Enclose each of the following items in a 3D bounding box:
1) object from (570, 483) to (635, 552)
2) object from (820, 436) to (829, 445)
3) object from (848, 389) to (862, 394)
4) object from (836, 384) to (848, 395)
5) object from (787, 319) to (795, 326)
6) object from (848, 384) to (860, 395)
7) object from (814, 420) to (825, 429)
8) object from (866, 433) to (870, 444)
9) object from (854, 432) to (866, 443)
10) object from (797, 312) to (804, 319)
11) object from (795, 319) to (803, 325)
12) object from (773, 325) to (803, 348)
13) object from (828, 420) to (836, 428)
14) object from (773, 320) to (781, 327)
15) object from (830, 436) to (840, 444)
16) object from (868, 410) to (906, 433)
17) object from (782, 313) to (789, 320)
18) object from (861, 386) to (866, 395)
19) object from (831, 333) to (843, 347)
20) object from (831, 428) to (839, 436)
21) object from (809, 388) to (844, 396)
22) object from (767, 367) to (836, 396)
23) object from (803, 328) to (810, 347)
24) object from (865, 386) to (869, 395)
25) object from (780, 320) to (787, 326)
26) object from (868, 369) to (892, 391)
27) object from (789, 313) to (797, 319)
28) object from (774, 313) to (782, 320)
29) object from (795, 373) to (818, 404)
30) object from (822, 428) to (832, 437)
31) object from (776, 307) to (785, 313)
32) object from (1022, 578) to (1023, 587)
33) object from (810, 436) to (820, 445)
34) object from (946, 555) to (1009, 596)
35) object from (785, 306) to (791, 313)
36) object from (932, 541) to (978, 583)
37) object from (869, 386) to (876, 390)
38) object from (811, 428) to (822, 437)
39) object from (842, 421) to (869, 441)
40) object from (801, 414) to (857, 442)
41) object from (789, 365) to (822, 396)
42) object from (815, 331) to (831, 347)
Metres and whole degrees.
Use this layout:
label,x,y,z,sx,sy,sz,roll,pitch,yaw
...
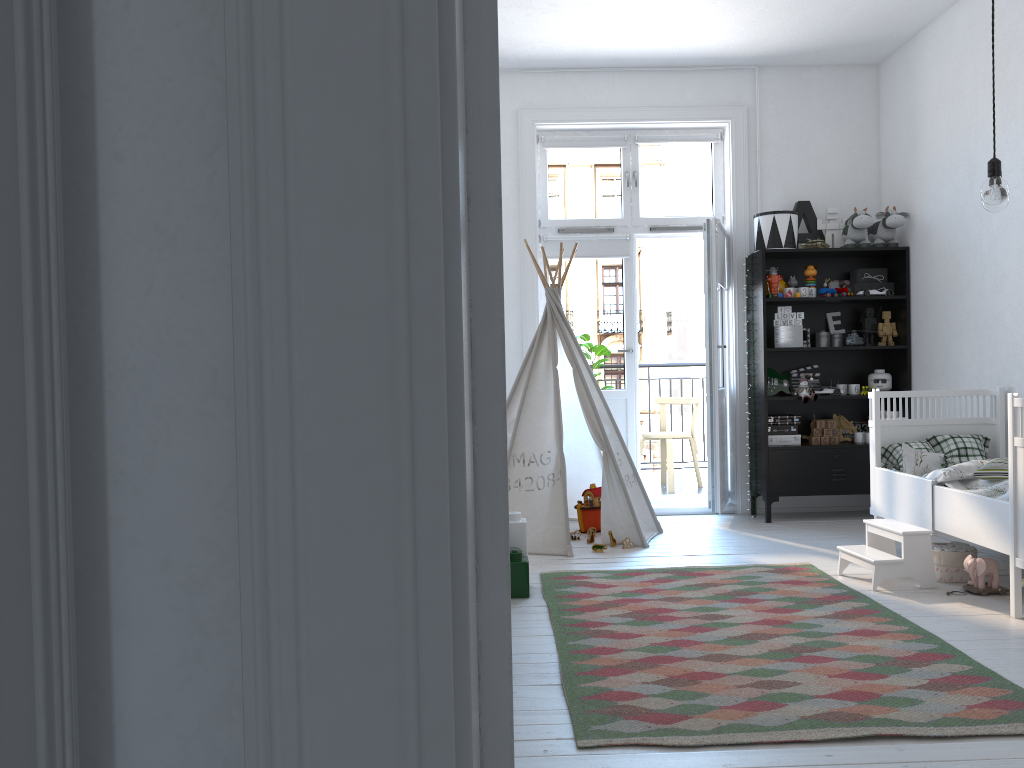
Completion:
label,x,y,z,sx,sy,sz,roll,pitch,yaw
object,0.510,0.738,5.069,0.385,0.284,0.856,-1,1,-10
object,1.951,0.352,5.542,0.050,0.050,0.050,-1,1,3
object,2.184,0.049,5.710,0.163,0.034,0.069,-1,1,-2
object,2.082,0.036,5.596,0.067,0.067,0.067,-1,1,13
object,1.729,-0.380,5.497,0.040,0.040,0.040,-1,1,13
object,2.143,0.035,5.551,0.067,0.067,0.067,-1,1,13
object,1.925,0.254,5.552,0.050,0.050,0.050,-1,1,-2
object,2.236,0.337,5.515,0.067,0.067,0.067,-1,1,13
object,2.185,0.338,5.568,0.067,0.067,0.067,-1,1,13
object,1.785,-0.421,5.483,0.040,0.040,0.040,-1,1,23
object,1.774,-0.381,5.487,0.040,0.040,0.040,-1,1,28
object,1.724,-0.292,5.538,0.170,0.138,0.124,-1,1,14
object,2.004,0.252,5.556,0.050,0.050,0.050,-1,1,18
object,1.648,-0.378,5.517,0.040,0.040,0.040,-1,1,13
object,2.018,0.351,5.544,0.050,0.050,0.050,-1,1,28
object,2.369,0.268,5.598,0.132,0.199,0.267,-1,1,-2
object,1.697,-0.420,5.504,0.040,0.040,0.040,-1,1,18
object,2.180,0.041,5.499,0.042,0.054,0.031,-2,1,-41
object,2.099,-0.280,5.620,0.078,0.091,0.246,-1,1,-7
object,2.018,0.301,5.570,0.050,0.050,0.050,-1,1,-2
object,1.958,0.049,5.554,0.230,0.048,0.098,-1,1,23
object,1.845,0.008,5.727,0.542,0.239,0.093,-1,1,-1
object,1.888,-0.296,5.732,0.070,0.135,0.028,-1,1,-2
object,2.221,0.040,5.553,0.042,0.054,0.031,-1,1,-1
object,1.688,-0.379,5.515,0.040,0.040,0.040,-1,1,3
object,2.326,-0.011,5.606,0.139,0.162,0.139,-2,1,-27
object,1.741,-0.420,5.493,0.040,0.040,0.040,-1,1,28
object,1.653,-0.419,5.515,0.040,0.040,0.040,-1,1,8
object,1.804,0.026,5.433,0.110,0.186,0.129,-1,1,-14
object,1.965,0.302,5.541,0.050,0.050,0.050,-1,1,-2
object,1.668,-0.459,5.510,0.040,0.040,0.040,-1,1,3
object,2.142,0.776,3.368,0.360,0.163,0.242,-2,1,-26
object,1.892,0.354,5.540,0.050,0.050,0.050,-1,1,-2
object,1.904,0.786,3.658,0.254,0.152,0.125,-1,1,-2
object,1.709,-0.460,5.500,0.040,0.040,0.040,-1,1,8
object,1.940,0.785,3.930,0.215,0.148,0.240,-1,1,5
object,2.252,0.039,5.524,0.042,0.054,0.031,-1,1,44
object,1.908,0.303,5.560,0.050,0.050,0.050,-1,1,-2
object,2.183,0.308,5.770,0.347,0.120,0.034,-1,1,-2
object,2.032,0.284,5.676,0.337,0.186,0.111,-1,1,13
object,1.886,-0.024,5.701,0.201,0.199,0.048,-1,1,-2
object,1.999,-0.286,5.700,0.095,0.110,0.095,-1,1,3
